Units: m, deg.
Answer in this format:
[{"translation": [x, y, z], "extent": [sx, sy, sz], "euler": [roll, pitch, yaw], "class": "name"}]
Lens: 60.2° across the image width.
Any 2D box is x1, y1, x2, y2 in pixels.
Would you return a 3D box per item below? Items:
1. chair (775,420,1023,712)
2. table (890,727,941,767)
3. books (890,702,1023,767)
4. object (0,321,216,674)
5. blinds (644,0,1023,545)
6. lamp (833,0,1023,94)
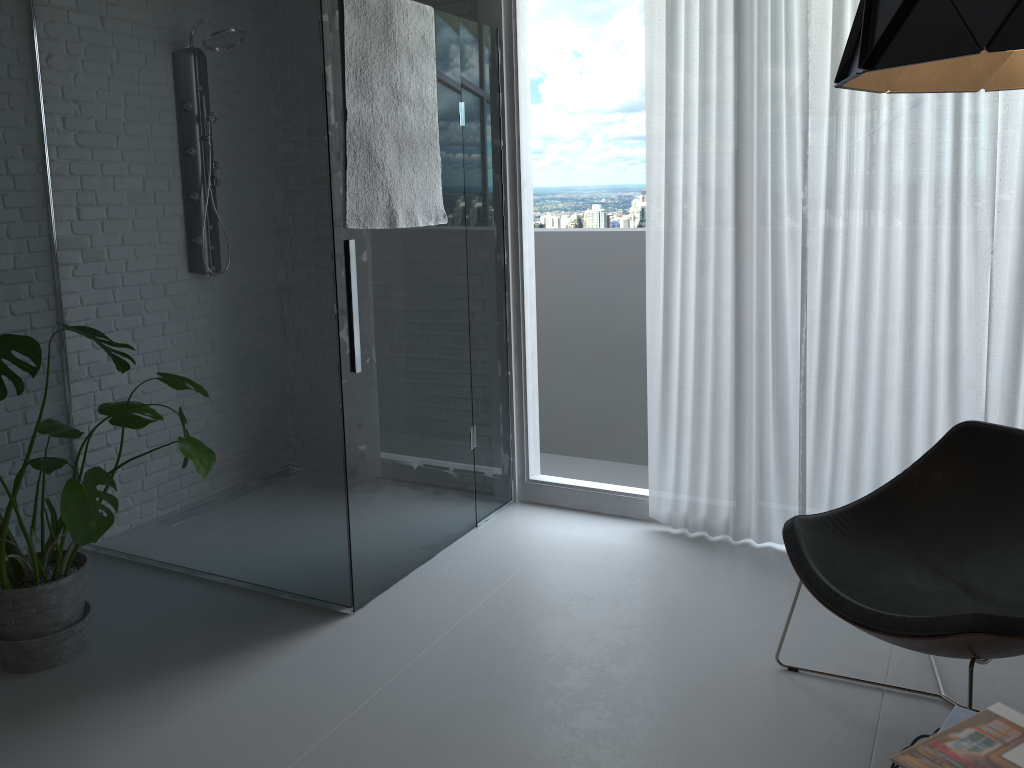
[{"translation": [1.198, 0.528, 2.356], "extent": [0.815, 0.683, 0.799], "euler": [-5, 11, -19], "class": "chair"}, {"translation": [0.846, 0.863, 1.467], "extent": [0.450, 0.430, 0.457], "euler": [-1, 10, 5], "class": "table"}, {"translation": [-3.075, 0.831, 1.931], "extent": [8.233, 0.368, 0.411], "euler": [0, 10, 7], "class": "books"}, {"translation": [-1.415, 0.337, 2.751], "extent": [0.997, 1.037, 0.856], "euler": [-11, 13, -43], "class": "object"}, {"translation": [1.351, -0.662, 3.091], "extent": [1.856, 2.667, 0.138], "euler": [3, 9, 28], "class": "blinds"}, {"translation": [0.779, -0.901, 1.236], "extent": [0.612, 0.893, 0.586], "euler": [-10, 13, -43], "class": "lamp"}]
